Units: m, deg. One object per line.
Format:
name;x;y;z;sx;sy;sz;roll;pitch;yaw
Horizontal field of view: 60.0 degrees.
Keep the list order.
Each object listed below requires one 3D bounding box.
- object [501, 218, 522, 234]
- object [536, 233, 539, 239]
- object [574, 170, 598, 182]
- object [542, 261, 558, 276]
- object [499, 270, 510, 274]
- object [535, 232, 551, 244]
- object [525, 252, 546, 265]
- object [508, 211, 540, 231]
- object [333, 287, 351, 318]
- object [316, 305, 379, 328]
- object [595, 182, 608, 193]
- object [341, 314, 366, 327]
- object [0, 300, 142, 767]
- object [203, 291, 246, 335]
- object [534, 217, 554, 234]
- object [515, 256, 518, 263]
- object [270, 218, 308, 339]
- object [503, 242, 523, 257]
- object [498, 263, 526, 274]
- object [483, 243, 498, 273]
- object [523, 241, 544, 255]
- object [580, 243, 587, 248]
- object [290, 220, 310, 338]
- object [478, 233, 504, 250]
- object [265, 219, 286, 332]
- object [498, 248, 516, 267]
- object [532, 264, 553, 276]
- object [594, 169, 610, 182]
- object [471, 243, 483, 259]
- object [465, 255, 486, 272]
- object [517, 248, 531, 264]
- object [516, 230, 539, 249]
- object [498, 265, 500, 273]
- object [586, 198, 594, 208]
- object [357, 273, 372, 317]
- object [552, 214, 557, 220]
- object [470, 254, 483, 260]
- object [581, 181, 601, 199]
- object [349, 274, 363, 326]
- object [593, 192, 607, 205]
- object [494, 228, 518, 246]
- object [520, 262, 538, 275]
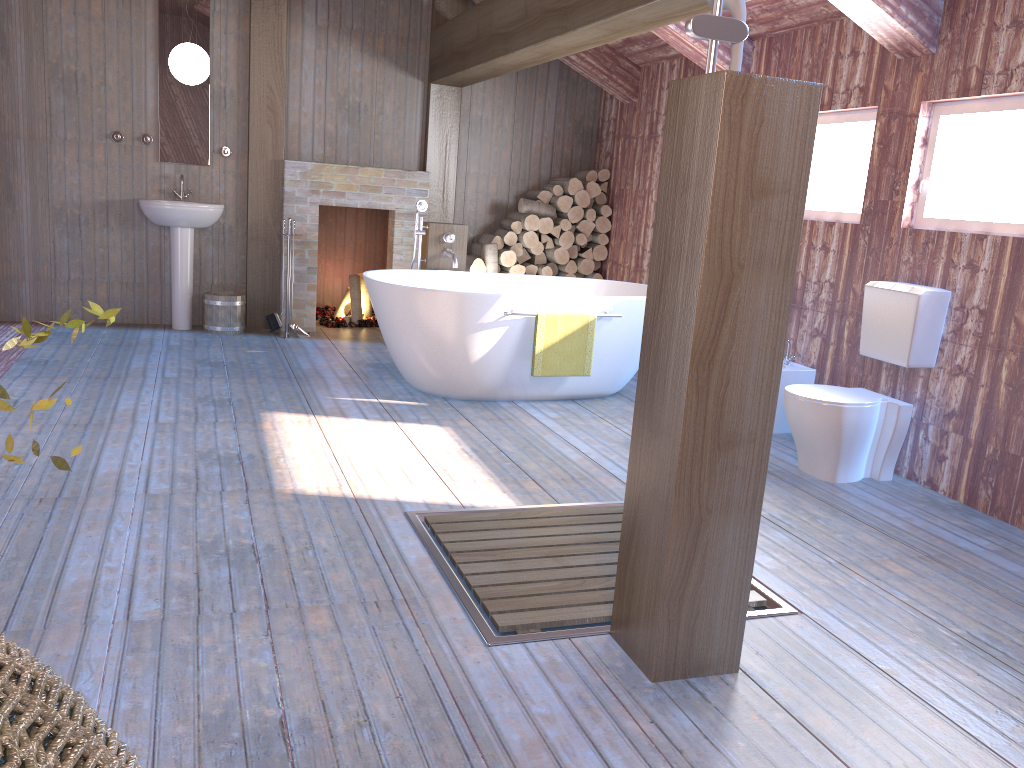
object;-0.002;-1.296;7.278;0.106;0.112;0.282;0;13;-19
object;0.169;-1.224;7.330;0.057;0.061;0.156;0;13;-20
object;0.616;-1.728;7.427;0.104;0.121;0.270;0;13;-19
object;0.282;-0.991;7.552;0.116;0.118;0.289;0;13;-22
object;-0.154;-0.863;7.346;0.155;0.174;0.483;0;13;-21
object;0.234;-1.218;7.371;0.088;0.092;0.280;0;13;-19
object;0.188;-1.076;7.498;0.104;0.127;0.321;0;13;-19
object;0.094;-1.341;7.297;0.135;0.145;0.439;0;13;-19
object;-1.429;-0.685;7.634;0.221;0.306;0.121;6;12;7
object;-1.428;-0.600;7.822;0.829;0.085;0.935;-5;15;-37
object;0.710;-1.671;7.492;0.081;0.100;0.281;0;13;-20
object;-1.341;-0.545;7.529;0.085;0.084;0.278;10;13;26
object;-0.772;0.453;0.748;0.972;1.073;0.970;-5;15;-39
object;-2.167;-0.538;6.690;0.309;0.290;0.308;2;12;-10
object;0.201;-1.328;7.338;0.138;0.147;0.440;0;13;-19
object;-0.013;-1.042;7.337;0.064;0.068;0.174;0;13;-20
object;-1.718;-0.810;6.702;0.276;0.888;0.333;9;13;21
object;-0.013;-1.121;7.318;0.111;0.113;0.301;0;13;-20
object;-0.029;-0.953;7.359;0.139;0.148;0.458;0;13;-19
object;-0.169;-0.977;7.100;0.147;0.298;0.109;1;13;-17
object;0.161;-1.143;7.360;0.115;0.123;0.291;0;13;-19
object;0.569;-1.189;7.488;0.067;0.069;0.177;0;13;-20
object;-1.626;-0.793;6.670;0.206;0.871;0.126;9;13;22
object;-0.172;-1.171;7.283;0.114;0.113;0.301;0;13;-22
object;-1.767;-0.808;6.629;0.136;0.846;0.062;-5;15;-38
object;-0.099;-1.055;7.293;0.138;0.147;0.440;0;13;-19
object;0.209;-0.960;7.424;0.098;0.100;0.437;0;13;-21
object;0.718;-1.751;7.459;0.112;0.113;0.271;0;13;-20
object;-0.246;-1.104;7.347;0.108;0.113;0.302;0;13;-19
object;-0.348;-0.978;7.232;0.139;0.137;0.455;0;13;-21
object;0.050;-1.090;7.442;0.128;0.150;0.323;0;13;-20
object;0.074;-1.206;7.315;0.141;0.143;0.437;0;13;-21
object;-0.196;-0.980;7.377;0.121;0.124;0.291;0;13;-19
object;0.573;-1.534;7.530;0.132;0.119;0.319;0;13;-18
object;-1.293;-0.739;7.738;0.140;0.459;0.266;4;12;-2
object;0.272;-1.424;7.443;0.121;0.124;0.291;0;13;-19
object;-0.291;-1.023;7.348;0.099;0.093;0.280;0;13;-19
object;0.595;-1.629;7.427;0.133;0.142;0.456;0;13;-19
object;-1.319;-0.703;7.489;0.098;0.434;0.283;0;13;-21
object;0.699;-1.574;7.495;0.107;0.115;0.269;0;13;-19
object;-0.055;-1.205;7.264;0.115;0.123;0.291;0;13;-19
object;0.110;-0.958;7.395;0.114;0.120;0.303;0;13;-19
